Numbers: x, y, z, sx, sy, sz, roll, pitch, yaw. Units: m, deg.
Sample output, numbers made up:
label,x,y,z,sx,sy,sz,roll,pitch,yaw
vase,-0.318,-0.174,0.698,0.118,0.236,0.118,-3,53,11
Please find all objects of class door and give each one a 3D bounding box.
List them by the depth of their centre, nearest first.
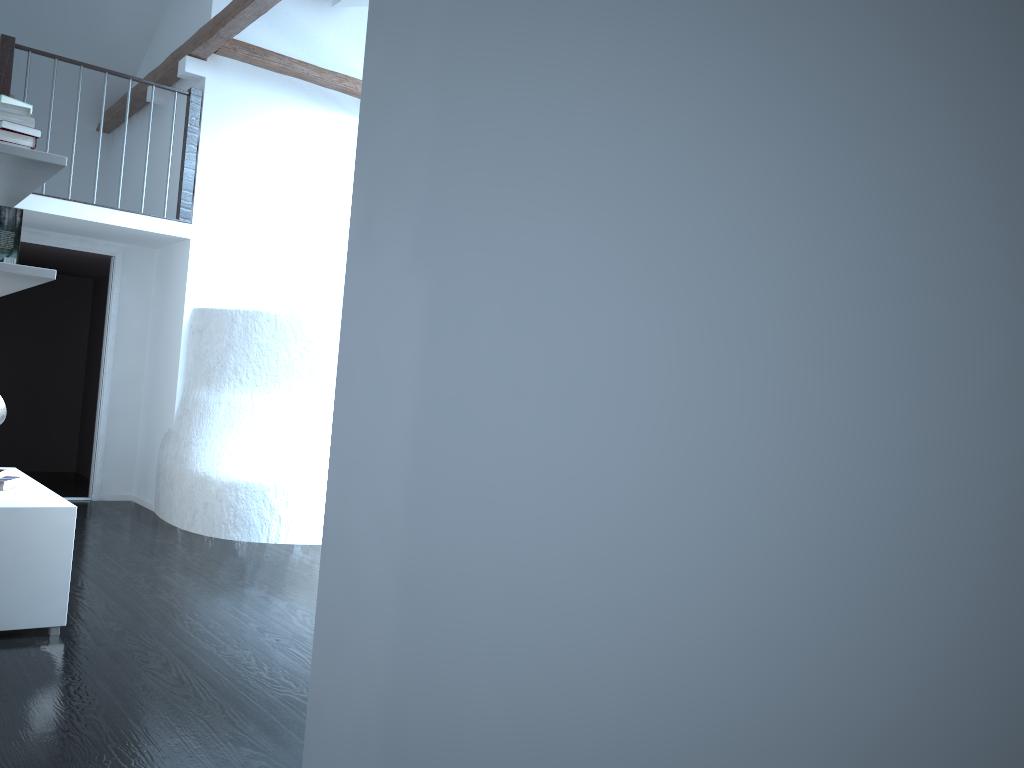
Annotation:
label,x,y,z,sx,sy,sz,roll,pitch,yaw
door,-3.757,-0.136,6.694,0.698,2.074,1.433,4,-1,12

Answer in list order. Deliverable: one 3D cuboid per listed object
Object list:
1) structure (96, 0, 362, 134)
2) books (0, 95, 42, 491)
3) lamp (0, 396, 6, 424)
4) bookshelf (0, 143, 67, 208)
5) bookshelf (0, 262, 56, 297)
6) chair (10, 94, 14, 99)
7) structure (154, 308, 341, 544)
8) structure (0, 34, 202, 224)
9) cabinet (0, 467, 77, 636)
label,x,y,z,sx,sy,sz,roll,pitch,yaw
structure,1.896,-2.479,3.668,10.230,3.562,15.910,6,-2,-32
books,-2.348,-0.371,3.938,0.393,1.622,1.387,6,-2,-43
lamp,-2.203,0.203,3.508,0.259,0.481,0.303,4,-2,15
bookshelf,-2.366,-0.905,3.884,0.478,0.038,1.471,6,-2,-38
bookshelf,-2.402,-0.464,3.873,0.478,0.038,1.471,6,-2,-38
chair,-4.024,-1.763,6.670,0.519,0.824,0.557,5,-2,-25
structure,-1.293,-1.209,7.737,3.058,4.752,3.049,6,-2,-29
structure,-3.075,-0.687,5.941,1.897,3.267,0.781,6,-2,-38
cabinet,-2.423,0.691,3.901,0.638,0.507,1.469,6,-2,-38
